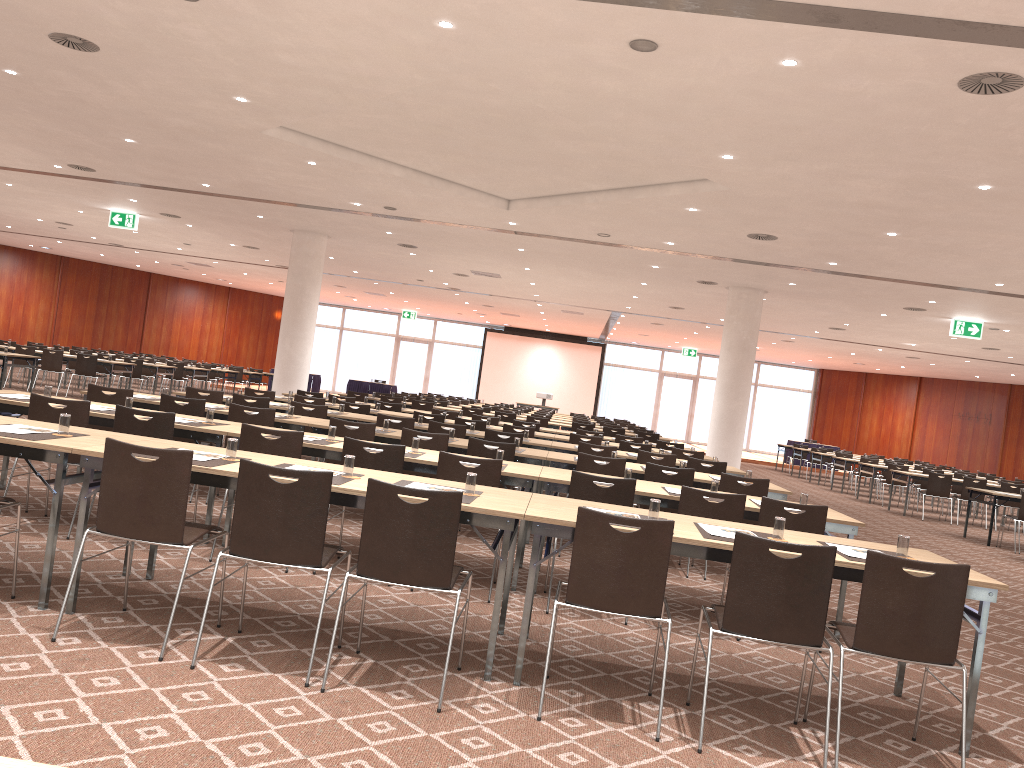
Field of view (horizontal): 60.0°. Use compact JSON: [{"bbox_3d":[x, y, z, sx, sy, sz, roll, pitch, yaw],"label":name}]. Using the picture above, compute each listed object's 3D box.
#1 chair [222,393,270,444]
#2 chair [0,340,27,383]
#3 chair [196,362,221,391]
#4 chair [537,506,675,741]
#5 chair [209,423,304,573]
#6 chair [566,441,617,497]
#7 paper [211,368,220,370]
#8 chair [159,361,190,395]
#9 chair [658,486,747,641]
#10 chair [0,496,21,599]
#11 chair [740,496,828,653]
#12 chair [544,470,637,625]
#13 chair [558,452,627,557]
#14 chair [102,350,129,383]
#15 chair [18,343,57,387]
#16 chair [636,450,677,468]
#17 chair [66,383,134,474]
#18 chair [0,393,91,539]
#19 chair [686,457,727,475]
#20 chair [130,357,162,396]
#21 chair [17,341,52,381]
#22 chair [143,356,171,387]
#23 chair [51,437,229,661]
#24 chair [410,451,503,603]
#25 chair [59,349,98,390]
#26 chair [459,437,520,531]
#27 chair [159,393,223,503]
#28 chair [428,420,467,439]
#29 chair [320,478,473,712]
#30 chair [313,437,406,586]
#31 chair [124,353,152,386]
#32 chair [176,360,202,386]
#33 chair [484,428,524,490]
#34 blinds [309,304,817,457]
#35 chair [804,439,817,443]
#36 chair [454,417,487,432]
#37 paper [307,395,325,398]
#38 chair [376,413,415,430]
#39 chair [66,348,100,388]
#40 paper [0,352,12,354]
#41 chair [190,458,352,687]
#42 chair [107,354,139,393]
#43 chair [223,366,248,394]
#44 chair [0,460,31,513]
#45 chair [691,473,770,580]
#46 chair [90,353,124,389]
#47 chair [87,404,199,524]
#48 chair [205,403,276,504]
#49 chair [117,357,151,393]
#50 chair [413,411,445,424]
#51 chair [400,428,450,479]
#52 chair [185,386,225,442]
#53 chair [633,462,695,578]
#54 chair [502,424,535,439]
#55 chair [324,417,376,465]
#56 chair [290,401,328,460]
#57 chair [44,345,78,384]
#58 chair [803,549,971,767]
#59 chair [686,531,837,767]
[{"bbox_3d":[-3.034,0.597,10.314,0.535,0.939,0.614,8,0,3],"label":"chair"},{"bbox_3d":[-11.530,-0.523,20.350,0.535,0.939,0.614,8,0,7],"label":"chair"},{"bbox_3d":[-8.939,-0.138,26.192,0.535,0.939,0.614,8,0,1],"label":"chair"},{"bbox_3d":[0.466,1.048,4.147,0.535,0.939,0.614,8,0,6],"label":"chair"},{"bbox_3d":[-1.689,0.761,6.217,0.535,0.939,0.614,8,0,2],"label":"chair"},{"bbox_3d":[0.909,1.138,10.089,0.535,0.939,0.614,8,0,3],"label":"chair"},{"bbox_3d":[-8.286,-0.423,24.671,0.460,0.003,0.565,8,0,3],"label":"paper"},{"bbox_3d":[-8.446,-0.089,22.291,0.535,0.939,0.614,8,0,2],"label":"chair"},{"bbox_3d":[1.283,1.170,6.055,0.535,0.939,0.614,8,0,2],"label":"chair"},{"bbox_3d":[-2.780,0.602,4.285,0.535,0.939,0.614,8,0,3],"label":"chair"},{"bbox_3d":[1.834,1.246,6.061,0.535,0.939,0.614,8,0,6],"label":"chair"},{"bbox_3d":[0.553,1.069,6.069,0.535,0.939,0.614,8,0,1],"label":"chair"},{"bbox_3d":[0.764,1.109,8.136,0.535,0.939,0.614,8,0,5],"label":"chair"},{"bbox_3d":[-11.780,-0.527,26.461,0.535,0.939,0.614,8,0,1],"label":"chair"},{"bbox_3d":[-10.857,-0.430,20.387,0.535,0.939,0.614,8,0,2],"label":"chair"},{"bbox_3d":[1.570,1.229,10.087,0.535,0.939,0.614,8,0,2],"label":"chair"},{"bbox_3d":[-3.759,0.487,8.358,0.535,0.939,0.614,8,0,3],"label":"chair"},{"bbox_3d":[-3.183,0.556,6.316,0.535,0.939,0.614,8,0,3],"label":"chair"},{"bbox_3d":[2.124,1.305,10.008,0.535,0.939,0.614,8,0,6],"label":"chair"},{"bbox_3d":[-9.134,-0.184,22.196,0.535,0.939,0.614,8,0,1],"label":"chair"},{"bbox_3d":[-12.067,-0.586,22.531,0.535,0.939,0.614,8,0,5],"label":"chair"},{"bbox_3d":[-10.459,-0.347,26.292,0.535,0.939,0.614,8,0,5],"label":"chair"},{"bbox_3d":[-1.732,0.746,4.292,0.535,0.939,0.614,8,0,6],"label":"chair"},{"bbox_3d":[-0.332,0.948,6.162,0.535,0.939,0.614,8,0,3],"label":"chair"},{"bbox_3d":[-9.845,-0.292,20.239,0.535,0.939,0.614,8,0,6],"label":"chair"},{"bbox_3d":[-0.220,0.973,8.159,0.535,0.939,0.614,8,0,7],"label":"chair"},{"bbox_3d":[-3.079,0.581,8.348,0.535,0.939,0.614,8,0,5],"label":"chair"},{"bbox_3d":[-0.786,0.906,10.243,0.535,0.939,0.614,8,0,2],"label":"chair"},{"bbox_3d":[-0.481,0.918,4.133,0.535,0.939,0.614,8,0,5],"label":"chair"},{"bbox_3d":[-0.990,0.858,6.248,0.535,0.939,0.614,8,0,5],"label":"chair"},{"bbox_3d":[-11.104,-0.434,26.476,0.535,0.939,0.614,8,0,6],"label":"chair"},{"bbox_3d":[-9.560,-0.223,26.314,0.535,0.939,0.614,8,0,4],"label":"chair"},{"bbox_3d":[-0.138,0.994,10.123,0.535,0.939,0.614,8,0,3],"label":"chair"},{"bbox_3d":[1.277,-0.254,37.977,22.850,3.817,0.115,8,0,4],"label":"blinds"},{"bbox_3d":[10.572,2.445,31.423,0.535,0.939,0.614,8,0,4],"label":"chair"},{"bbox_3d":[-0.605,0.940,12.158,0.535,0.939,0.614,8,0,5],"label":"chair"},{"bbox_3d":[-3.302,0.211,14.920,0.283,0.006,0.398,8,0,4],"label":"paper"},{"bbox_3d":[-1.372,0.825,10.239,0.535,0.939,0.614,8,0,1],"label":"chair"},{"bbox_3d":[-10.736,-0.404,22.302,0.535,0.939,0.613,8,0,1],"label":"chair"},{"bbox_3d":[-8.910,-0.556,15.213,0.460,0.003,0.565,8,0,1],"label":"paper"},{"bbox_3d":[-1.082,0.835,4.207,0.535,0.939,0.614,8,0,3],"label":"chair"},{"bbox_3d":[-9.748,-0.268,22.318,0.535,0.939,0.614,8,0,3],"label":"chair"},{"bbox_3d":[-8.179,-0.033,26.282,0.535,0.939,0.614,8,0,2],"label":"chair"},{"bbox_3d":[-3.871,0.462,6.396,0.535,0.939,0.614,8,0,5],"label":"chair"},{"bbox_3d":[2.005,1.279,8.012,0.535,0.939,0.614,8,0,1],"label":"chair"},{"bbox_3d":[-9.275,-0.213,20.342,0.535,0.939,0.614,8,0,2],"label":"chair"},{"bbox_3d":[-2.587,0.638,6.311,0.535,0.939,0.614,8,0,5],"label":"chair"},{"bbox_3d":[-2.451,0.667,8.349,0.535,0.939,0.614,8,0,1],"label":"chair"},{"bbox_3d":[-8.582,-0.118,20.155,0.535,0.939,0.614,8,0,1],"label":"chair"},{"bbox_3d":[-1.185,0.861,12.274,0.535,0.939,0.614,8,0,1],"label":"chair"},{"bbox_3d":[-0.827,0.890,8.164,0.535,0.939,0.614,8,0,4],"label":"chair"},{"bbox_3d":[-3.596,0.520,10.386,0.535,0.939,0.614,8,0,1],"label":"chair"},{"bbox_3d":[1.353,1.189,8.020,0.535,0.939,0.614,8,0,4],"label":"chair"},{"bbox_3d":[0.049,1.030,12.150,0.535,0.939,0.614,8,0,5],"label":"chair"},{"bbox_3d":[-1.493,0.799,8.243,0.535,0.939,0.614,8,0,6],"label":"chair"},{"bbox_3d":[-2.384,0.686,10.349,0.535,0.939,0.614,8,0,1],"label":"chair"},{"bbox_3d":[-11.353,-0.489,22.424,0.535,0.939,0.614,8,0,6],"label":"chair"},{"bbox_3d":[1.722,1.220,4.022,0.535,0.939,0.614,8,0,6],"label":"chair"},{"bbox_3d":[1.147,1.141,4.025,0.535,0.939,0.614,8,0,7],"label":"chair"}]
